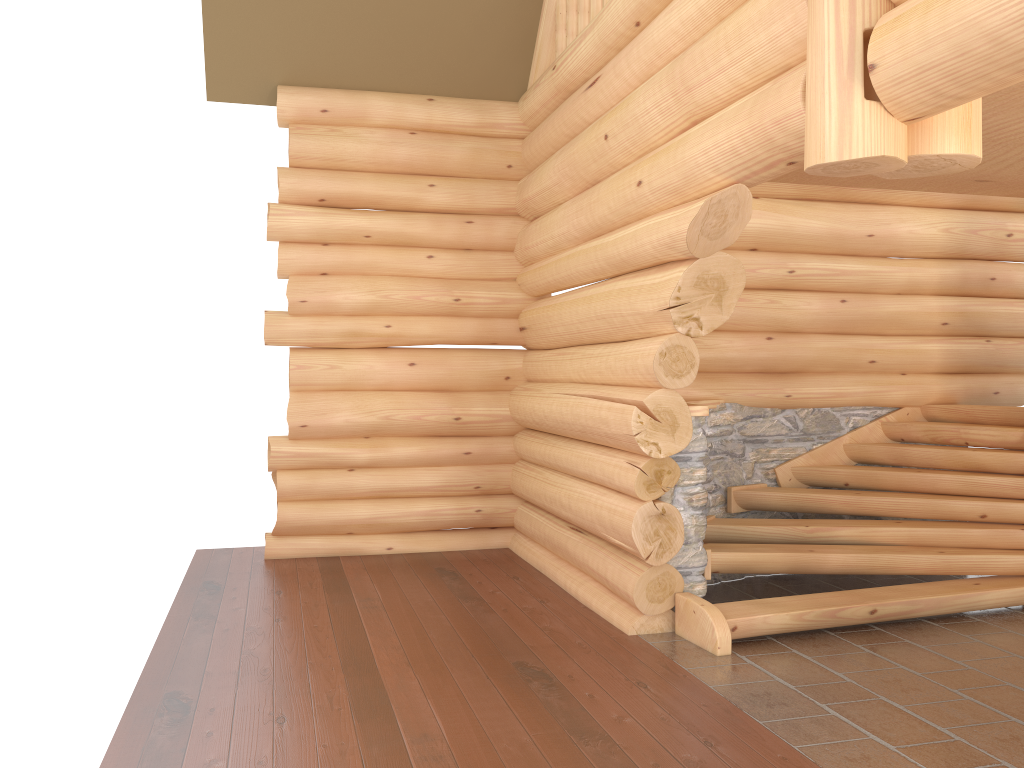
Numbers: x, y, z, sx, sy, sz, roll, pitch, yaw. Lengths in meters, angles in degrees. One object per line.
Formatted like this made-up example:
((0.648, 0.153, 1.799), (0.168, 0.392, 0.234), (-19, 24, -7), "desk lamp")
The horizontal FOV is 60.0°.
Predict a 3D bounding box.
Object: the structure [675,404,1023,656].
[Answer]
((2.587, 0.825, 6.943), (3.604, 1.643, 1.951), (0, 1, -21), "structure")
